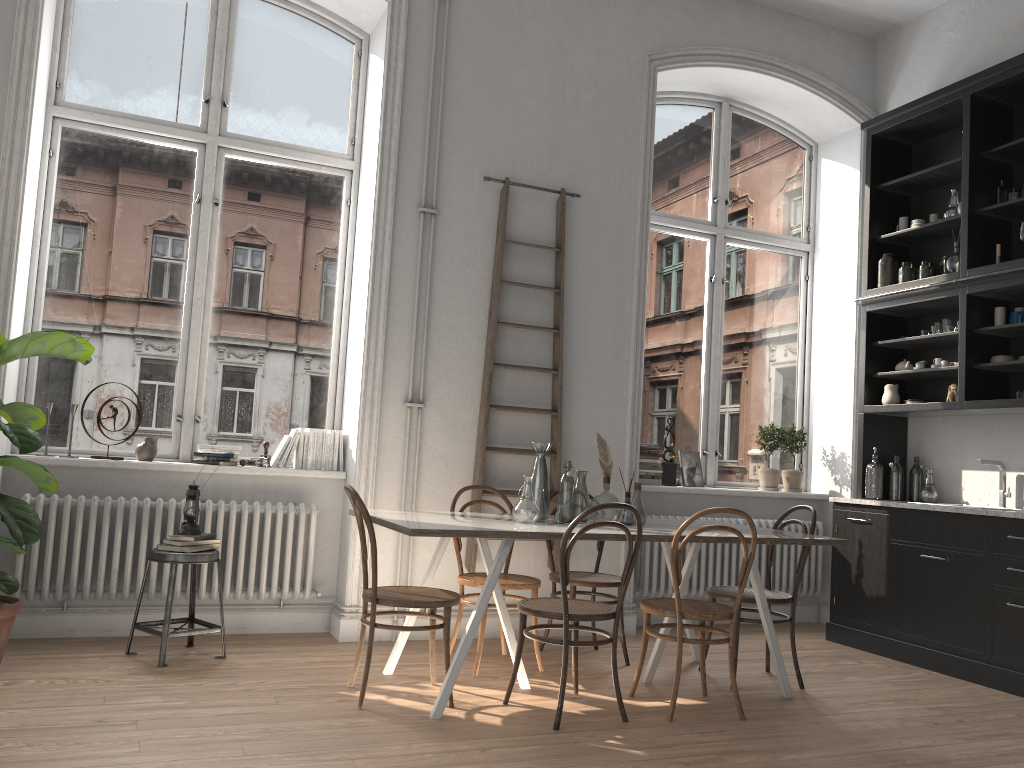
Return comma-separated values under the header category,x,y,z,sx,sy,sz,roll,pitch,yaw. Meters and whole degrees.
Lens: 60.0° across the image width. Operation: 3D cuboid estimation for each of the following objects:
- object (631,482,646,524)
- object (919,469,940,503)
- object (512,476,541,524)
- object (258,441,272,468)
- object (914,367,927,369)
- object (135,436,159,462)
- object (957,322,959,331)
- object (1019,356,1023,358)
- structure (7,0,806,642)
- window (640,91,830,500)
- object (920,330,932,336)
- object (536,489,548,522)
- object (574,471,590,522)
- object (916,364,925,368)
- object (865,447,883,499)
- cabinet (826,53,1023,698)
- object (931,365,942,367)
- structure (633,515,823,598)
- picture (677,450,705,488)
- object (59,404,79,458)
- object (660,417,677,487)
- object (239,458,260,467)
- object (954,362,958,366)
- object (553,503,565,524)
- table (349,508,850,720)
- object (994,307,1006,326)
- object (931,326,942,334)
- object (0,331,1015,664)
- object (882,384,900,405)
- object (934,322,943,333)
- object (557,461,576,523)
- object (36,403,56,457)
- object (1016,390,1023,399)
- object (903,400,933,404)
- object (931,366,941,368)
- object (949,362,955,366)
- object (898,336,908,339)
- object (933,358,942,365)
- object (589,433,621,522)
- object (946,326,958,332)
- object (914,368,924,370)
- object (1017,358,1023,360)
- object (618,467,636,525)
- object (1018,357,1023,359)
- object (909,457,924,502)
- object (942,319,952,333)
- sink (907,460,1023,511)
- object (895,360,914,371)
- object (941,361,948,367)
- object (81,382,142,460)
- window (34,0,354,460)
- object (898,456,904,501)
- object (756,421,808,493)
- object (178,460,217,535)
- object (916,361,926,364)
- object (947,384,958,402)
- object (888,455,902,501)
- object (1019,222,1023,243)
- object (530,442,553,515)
category,x,y,z,sx,sy,sz,roll,pitch,yaw
object,0.647,0.615,4.591,0.101,0.211,0.101,2,-5,17
object,2.752,0.671,5.846,0.132,0.219,0.120,5,-5,-22
object,0.071,0.539,4.141,0.132,0.219,0.132,6,-5,-33
object,-1.430,0.408,5.150,0.088,0.153,0.048,0,-6,37
object,2.701,-0.098,5.869,0.085,0.017,0.085,6,-6,-27
object,-2.033,0.359,4.937,0.102,0.142,0.100,-1,-6,42
object,2.811,-0.352,5.536,0.064,0.069,0.064,6,-5,-30
object,3.066,-0.144,5.250,0.112,0.036,0.113,2,-5,20
structure,-0.040,-0.693,5.601,5.183,4.471,0.340,5,-5,-22
window,6.415,-4.289,12.210,14.389,15.924,26.409,5,-5,-22
object,2.718,-0.322,5.819,0.071,0.047,0.072,2,-5,15
object,0.138,0.588,4.305,0.083,0.158,0.083,6,-5,-27
object,0.345,0.566,4.473,0.100,0.255,0.098,-1,-6,44
object,2.701,-0.112,5.868,0.056,0.033,0.058,-1,-6,42
object,2.434,0.596,5.953,0.109,0.349,0.109,7,-6,-41
cabinet,3.090,-0.144,4.668,0.635,3.581,3.252,5,-5,-22
object,2.753,-0.108,5.721,0.085,0.016,0.085,3,-5,9
structure,1.525,1.216,6.238,1.578,0.552,0.194,5,-5,-22
picture,1.262,0.613,6.381,0.222,0.264,0.149,7,-6,-39
object,-2.374,0.253,4.781,0.095,0.288,0.095,3,-5,0
object,1.112,0.476,6.280,0.122,0.488,0.102,3,-4,2
object,-1.533,0.455,5.164,0.088,0.048,0.153,2,-5,17
object,2.828,-0.121,5.622,0.058,0.041,0.048,8,-7,-45
object,0.229,0.620,4.239,0.058,0.094,0.058,3,-5,6
table,0.384,1.076,4.336,2.201,0.779,1.100,5,-5,-22
object,2.952,-0.392,5.361,0.059,0.135,0.082,0,-6,35
object,2.745,-0.338,5.740,0.064,0.069,0.064,1,-5,25
object,0.079,0.556,4.701,5.828,1.841,0.792,5,-5,-17
object,2.563,0.080,5.987,0.127,0.144,0.115,8,-6,-44
object,2.800,-0.348,5.820,0.060,0.107,0.060,0,-6,35
object,0.270,0.528,4.365,0.086,0.301,0.086,7,-6,-37
object,-2.504,0.246,4.789,0.095,0.288,0.095,3,-5,9
object,2.928,0.064,5.067,0.088,0.059,0.104,7,-6,-34
object,2.685,0.131,5.864,0.180,0.037,0.180,7,-6,-37
object,2.752,-0.101,5.721,0.085,0.015,0.085,7,-6,-36
object,2.810,-0.116,5.642,0.049,0.040,0.056,-1,-6,40
object,2.697,-0.299,6.107,0.071,0.047,0.072,2,-5,15
object,2.753,-0.138,5.730,0.039,0.055,0.049,4,-5,-2
object,0.466,0.467,4.355,0.157,0.445,0.157,4,-5,-5
object,2.784,-0.337,5.608,0.071,0.047,0.072,2,-5,15
object,2.702,-0.091,5.866,0.085,0.015,0.085,4,-5,-9
object,3.066,-0.128,5.248,0.132,0.038,0.132,1,-5,25
object,0.586,0.567,4.485,0.107,0.283,0.107,6,-5,-28
object,3.066,-0.136,5.249,0.124,0.036,0.124,7,-6,-35
object,2.724,0.641,5.973,0.086,0.301,0.086,1,-5,23
object,2.786,-0.361,5.680,0.060,0.107,0.060,3,-5,5
sink,2.774,0.704,5.320,0.514,0.504,0.526,5,-5,-22
object,2.668,-0.116,6.025,0.140,0.100,0.125,8,-6,-41
object,2.757,-0.119,5.660,0.049,0.054,0.039,3,-5,3
object,-2.204,0.203,4.877,0.347,0.424,0.087,3,-5,10
window,-1.832,-1.001,5.305,1.623,2.841,0.013,5,-5,-23
object,2.624,0.641,6.046,0.086,0.301,0.086,4,-5,-8
object,2.017,0.545,6.661,0.500,0.523,0.234,6,-5,-33
object,-1.614,0.578,4.556,0.154,0.383,0.163,-1,-6,41
object,2.703,-0.132,5.870,0.055,0.047,0.058,4,-5,-8
object,2.745,0.060,5.508,0.069,0.123,0.173,3,-5,10
object,2.567,0.629,5.937,0.086,0.301,0.086,7,-6,-37
object,2.961,-0.817,5.092,0.083,0.221,0.083,3,-5,9
object,0.138,0.486,4.433,0.116,0.382,0.116,4,-5,-11
